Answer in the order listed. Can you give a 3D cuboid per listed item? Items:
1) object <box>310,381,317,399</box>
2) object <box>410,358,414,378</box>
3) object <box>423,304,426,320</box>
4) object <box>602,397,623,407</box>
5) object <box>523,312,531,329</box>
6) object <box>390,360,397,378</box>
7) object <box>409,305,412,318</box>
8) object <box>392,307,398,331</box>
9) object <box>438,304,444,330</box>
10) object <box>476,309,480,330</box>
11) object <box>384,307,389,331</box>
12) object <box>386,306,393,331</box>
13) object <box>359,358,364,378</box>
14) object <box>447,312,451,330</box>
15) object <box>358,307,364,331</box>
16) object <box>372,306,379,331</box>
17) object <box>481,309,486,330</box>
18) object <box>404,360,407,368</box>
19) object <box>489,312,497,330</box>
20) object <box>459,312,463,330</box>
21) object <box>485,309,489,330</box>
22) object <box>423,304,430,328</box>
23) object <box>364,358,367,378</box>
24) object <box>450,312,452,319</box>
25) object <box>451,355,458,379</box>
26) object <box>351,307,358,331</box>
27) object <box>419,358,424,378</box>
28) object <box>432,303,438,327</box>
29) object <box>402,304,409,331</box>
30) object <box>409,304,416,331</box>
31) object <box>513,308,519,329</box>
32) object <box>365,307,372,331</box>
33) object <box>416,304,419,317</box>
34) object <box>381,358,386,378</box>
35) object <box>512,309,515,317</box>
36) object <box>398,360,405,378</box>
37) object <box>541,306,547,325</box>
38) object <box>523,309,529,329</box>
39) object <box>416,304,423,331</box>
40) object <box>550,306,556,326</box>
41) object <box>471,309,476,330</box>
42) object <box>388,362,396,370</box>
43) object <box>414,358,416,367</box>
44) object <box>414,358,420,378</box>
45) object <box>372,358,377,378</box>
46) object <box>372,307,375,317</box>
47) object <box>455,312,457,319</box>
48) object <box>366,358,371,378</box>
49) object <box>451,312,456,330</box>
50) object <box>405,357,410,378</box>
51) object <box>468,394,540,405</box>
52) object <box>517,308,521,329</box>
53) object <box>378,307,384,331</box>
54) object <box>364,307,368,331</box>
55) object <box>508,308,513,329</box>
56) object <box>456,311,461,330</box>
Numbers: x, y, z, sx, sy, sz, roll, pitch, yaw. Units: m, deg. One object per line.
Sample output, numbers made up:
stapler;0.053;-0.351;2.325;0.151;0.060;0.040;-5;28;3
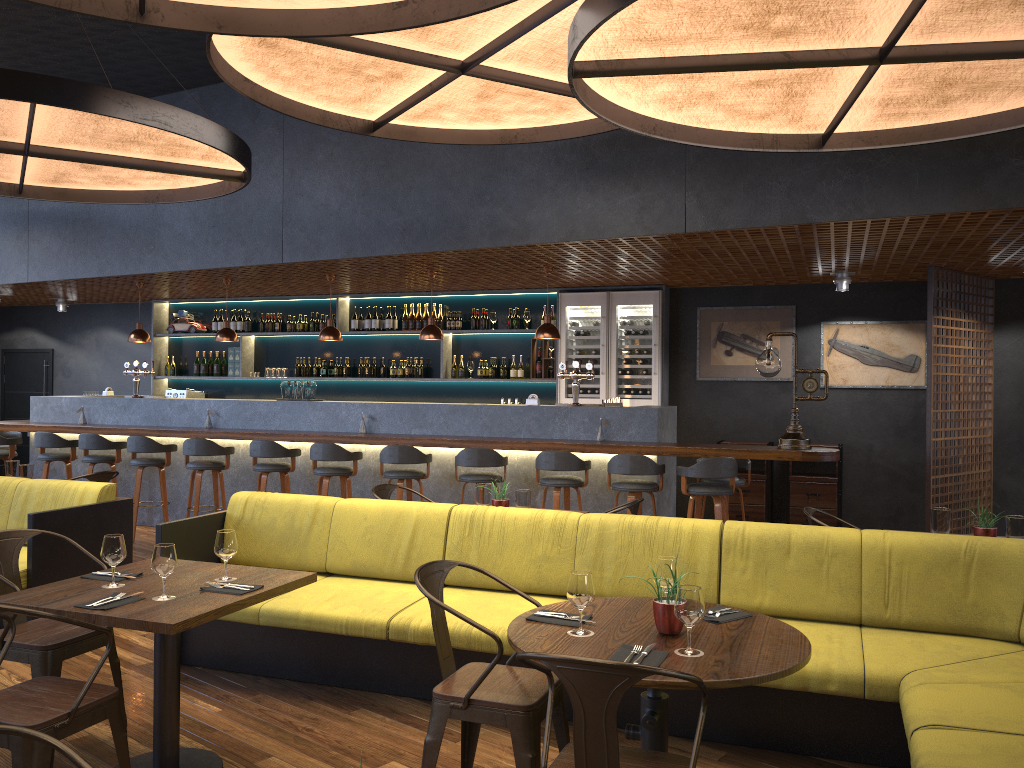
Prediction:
object;-2.106;0.073;9.319;0.105;0.209;0.105;1;0;-35
object;-1.241;-0.197;10.924;0.063;0.254;0.063;1;0;-42
object;-1.064;-0.813;10.882;0.084;0.330;0.084;1;0;27
object;0.914;0.162;8.073;0.177;0.091;0.091;1;0;-5
object;0.177;-0.738;10.346;0.097;0.206;0.097;1;0;-11
object;-1.465;-0.184;10.968;0.088;0.224;0.088;1;0;-10
object;-1.241;-0.815;10.947;0.084;0.330;0.084;1;0;27
object;-1.461;-0.806;11.045;0.085;0.310;0.086;1;0;-29
object;-0.874;-0.811;10.847;0.084;0.330;0.084;1;0;27
object;-0.416;-0.767;10.640;0.063;0.254;0.063;1;0;-18
object;-1.550;-0.807;11.080;0.085;0.310;0.086;1;0;-43
object;-1.516;-0.807;10.964;0.085;0.310;0.086;1;0;-36
object;-1.886;-0.204;11.087;0.063;0.254;0.063;1;0;-8
object;-0.758;-0.757;10.669;0.056;0.227;0.056;1;0;-18
object;-1.911;-0.811;11.205;0.086;0.310;0.085;1;0;35
object;-1.699;-0.809;11.028;0.085;0.310;0.086;1;0;-43
object;-0.339;-0.766;10.513;0.063;0.254;0.063;1;0;-8
object;-1.325;-0.183;11.037;0.088;0.224;0.088;1;0;15
object;-0.221;-0.742;10.475;0.097;0.206;0.097;1;0;-11
object;-0.623;-0.755;10.685;0.056;0.227;0.056;1;0;22
object;-0.308;-0.766;10.601;0.063;0.254;0.063;1;0;7
object;-1.033;-0.813;10.770;0.084;0.330;0.084;1;0;27
object;-1.846;-0.203;11.189;0.063;0.254;0.063;1;0;7
object;-0.737;-0.757;10.727;0.056;0.227;0.056;1;0;22
object;-0.695;-0.205;10.724;0.079;0.281;0.079;1;0;24
object;-1.970;-0.812;11.126;0.085;0.310;0.086;1;0;-43
object;-1.114;-0.196;10.914;0.063;0.254;0.063;1;0;-8
object;-0.942;-0.812;10.740;0.084;0.330;0.084;1;0;27
object;-1.304;-0.815;10.874;0.084;0.330;0.084;1;0;27
object;-1.215;-0.814;10.842;0.084;0.330;0.084;1;0;27
object;0.048;-0.762;10.350;0.063;0.254;0.063;1;0;-42
object;-1.785;-0.810;11.063;0.085;0.310;0.086;1;0;-36
object;-1.153;-0.814;10.912;0.084;0.330;0.084;1;0;27
object;-1.614;-0.201;11.112;0.063;0.254;0.063;1;0;-22
object;0.022;-0.763;10.531;0.063;0.254;0.063;1;0;-42
object;-1.365;-0.183;10.931;0.088;0.224;0.088;1;0;35
object;0.382;-0.772;10.330;0.079;0.281;0.079;1;0;29
object;0.168;-0.761;10.481;0.063;0.254;0.063;1;0;28
object;-1.128;-0.814;10.810;0.084;0.330;0.084;1;0;27
object;0.471;-0.771;10.297;0.079;0.281;0.079;1;0;-11
object;-0.456;-0.768;10.547;0.063;0.254;0.063;1;0;17
object;-1.499;-0.176;11.098;0.097;0.206;0.097;1;0;-39
object;-1.196;-0.196;10.996;0.063;0.254;0.063;1;0;-43
object;-1.159;-0.196;10.817;0.063;0.254;0.063;1;0;27
object;-1.728;-0.202;11.146;0.063;0.254;0.063;1;0;-8
object;-1.730;-0.809;11.144;0.085;0.310;0.086;1;0;-29
object;-0.681;-0.756;10.706;0.056;0.227;0.056;1;0;-18
object;-1.791;-0.203;11.052;0.063;0.254;0.063;1;0;-33
object;-0.701;-0.756;10.649;0.056;0.227;0.056;1;0;-3
object;-1.273;-0.197;10.833;0.063;0.254;0.063;1;0;13
object;-0.111;0.144;8.471;0.766;0.106;0.200;1;0;20
object;0.069;-0.762;10.450;0.063;0.254;0.063;1;0;-17
object;-1.640;-0.808;11.107;0.086;0.310;0.085;1;0;31
object;-1.817;-0.810;11.171;0.085;0.310;0.086;1;0;-43
object;-0.020;-0.763;10.439;0.063;0.254;0.063;1;0;-28
object;-0.643;-0.756;10.628;0.056;0.227;0.056;1;0;7
